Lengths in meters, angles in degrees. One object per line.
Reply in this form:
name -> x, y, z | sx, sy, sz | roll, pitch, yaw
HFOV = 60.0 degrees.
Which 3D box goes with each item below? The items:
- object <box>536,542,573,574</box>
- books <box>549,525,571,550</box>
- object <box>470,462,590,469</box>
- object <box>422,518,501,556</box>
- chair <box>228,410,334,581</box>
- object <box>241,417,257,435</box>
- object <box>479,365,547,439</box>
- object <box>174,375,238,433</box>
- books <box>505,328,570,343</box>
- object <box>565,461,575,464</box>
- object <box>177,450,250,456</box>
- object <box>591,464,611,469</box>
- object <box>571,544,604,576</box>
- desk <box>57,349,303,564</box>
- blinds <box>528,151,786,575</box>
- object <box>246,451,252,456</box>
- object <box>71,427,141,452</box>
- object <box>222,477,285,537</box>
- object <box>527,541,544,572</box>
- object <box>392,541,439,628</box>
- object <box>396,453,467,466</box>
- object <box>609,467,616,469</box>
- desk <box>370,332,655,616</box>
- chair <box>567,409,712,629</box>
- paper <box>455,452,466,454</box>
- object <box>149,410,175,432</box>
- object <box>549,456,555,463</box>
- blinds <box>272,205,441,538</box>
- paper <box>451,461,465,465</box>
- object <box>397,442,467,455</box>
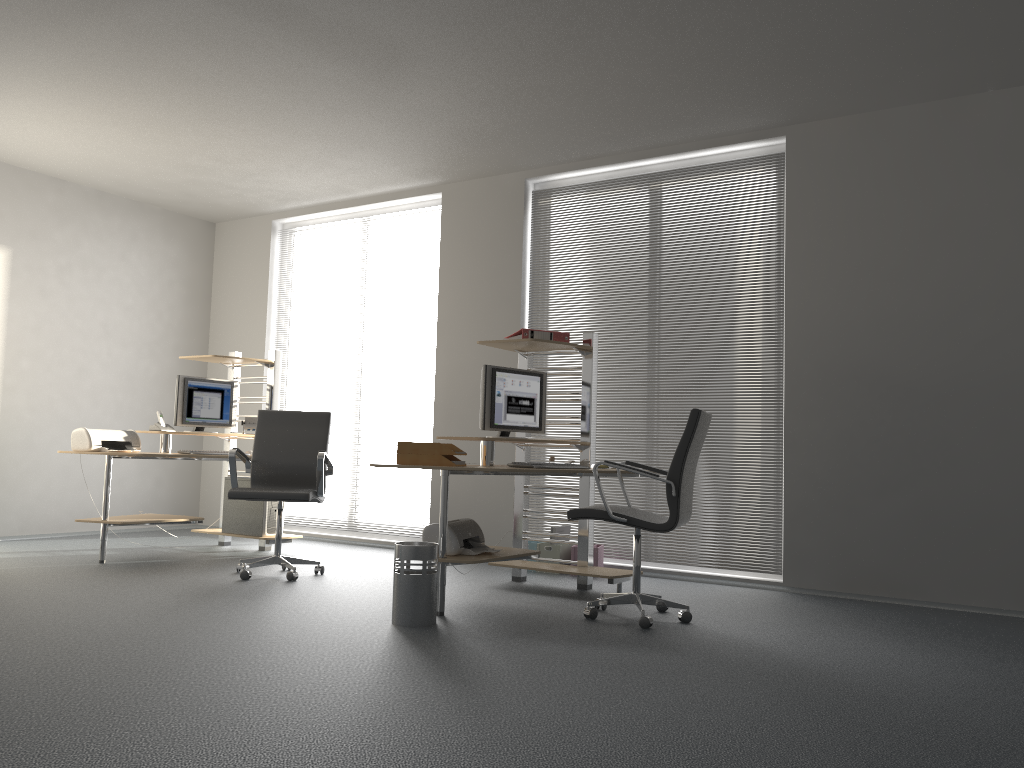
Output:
object -> 0.312, 1.211, 6.172 | 0.185, 0.202, 0.245 | -1, -5, 33
books -> 0.326, 1.140, 6.170 | 0.068, 0.306, 0.220 | -1, -5, 33
object -> -0.007, 0.475, 4.975 | 0.814, 0.082, 0.478 | -2, -6, 40
object -> -0.232, 0.802, 4.660 | 0.351, 0.162, 0.438 | 0, -5, 17
chair -> -1.461, 0.679, 5.613 | 0.584, 1.048, 0.652 | 2, -5, -2
object -> -2.024, 0.325, 6.889 | 0.154, 0.135, 0.093 | 3, -5, -21
object -> -0.017, 0.120, 5.295 | 0.516, 0.418, 0.245 | 5, -6, -35
object -> -2.357, 0.165, 6.780 | 0.516, 0.418, 0.245 | 6, -6, -42
books -> 0.150, -0.277, 5.425 | 0.320, 0.072, 0.262 | 4, -5, -25
object -> 0.347, 0.482, 5.341 | 0.022, 0.042, 0.134 | 3, -5, -15
object -> -2.331, 0.524, 6.498 | 0.814, 0.082, 0.478 | -2, -6, 40
object -> 0.522, 0.488, 5.250 | 0.132, 0.026, 0.132 | -1, -5, 33
object -> 0.517, 1.209, 6.074 | 0.185, 0.202, 0.245 | 1, -5, 15
desk -> -2.292, 0.454, 6.372 | 0.967, 1.566, 1.469 | -1, -5, 32
blinds -> 0.941, -0.149, 6.272 | 1.950, 2.770, 0.022 | -1, -5, 32
object -> -2.173, 0.550, 6.800 | 0.742, 0.088, 0.168 | -1, -5, 35
object -> -2.740, 0.389, 6.118 | 0.351, 0.162, 0.438 | 0, -5, 24
object -> -1.958, 0.927, 6.739 | 0.471, 0.422, 0.199 | -1, -5, 32
object -> 0.156, 1.214, 6.272 | 0.185, 0.202, 0.245 | -1, -5, 33
object -> -0.453, 0.941, 4.165 | 0.208, 0.377, 0.208 | 3, -5, -14
object -> -0.412, 0.390, 4.579 | 0.309, 0.060, 0.225 | 1, -5, 12
object -> 0.564, 0.502, 5.321 | 0.158, 0.011, 0.011 | -1, -5, 30
desk -> 0.066, 0.408, 4.873 | 0.967, 1.566, 1.469 | -1, -5, 32
chair -> 0.654, 0.657, 4.508 | 0.652, 1.048, 0.584 | 0, -5, 19
paper -> -0.410, 0.351, 4.582 | 0.297, 0.010, 0.210 | 1, -5, 12
object -> -2.540, 0.268, 6.446 | 0.119, 0.151, 0.150 | 0, -5, 18
object -> 0.244, 0.466, 5.320 | 0.054, 0.064, 0.159 | 2, -5, 0
blinds -> -1.423, -0.104, 7.774 | 1.950, 2.749, 0.037 | -1, -5, 32
paper -> -0.411, 0.402, 4.578 | 0.297, 0.019, 0.210 | 1, -5, 12
object -> -0.410, 0.334, 4.584 | 0.309, 0.060, 0.225 | 1, -5, 12
